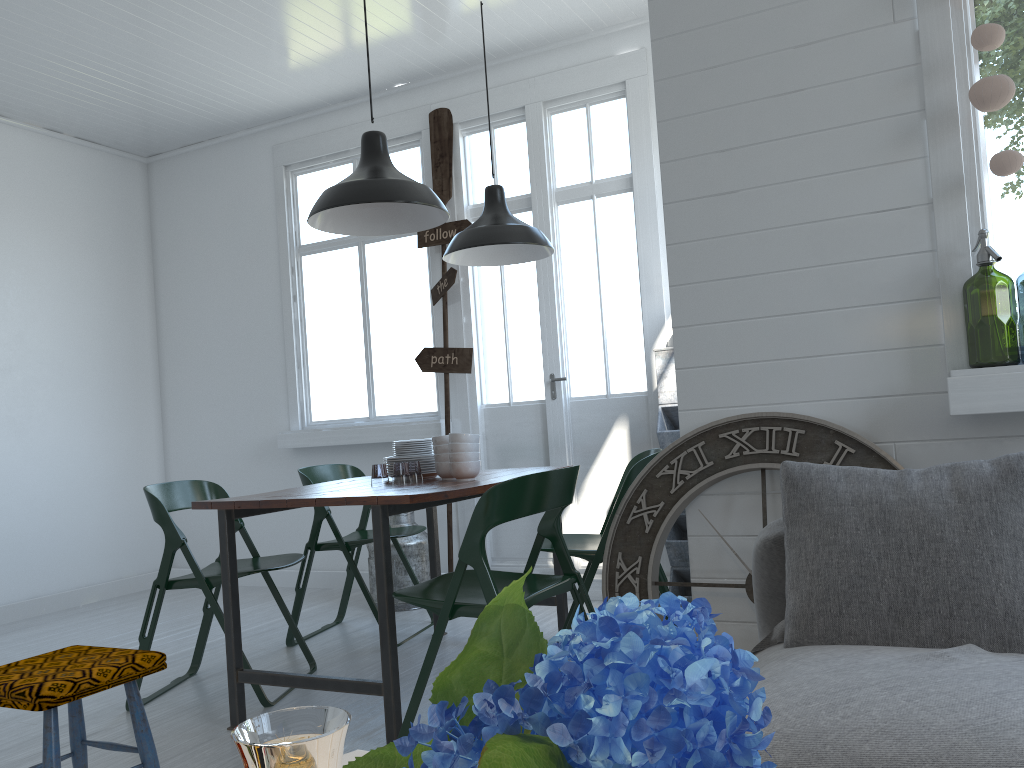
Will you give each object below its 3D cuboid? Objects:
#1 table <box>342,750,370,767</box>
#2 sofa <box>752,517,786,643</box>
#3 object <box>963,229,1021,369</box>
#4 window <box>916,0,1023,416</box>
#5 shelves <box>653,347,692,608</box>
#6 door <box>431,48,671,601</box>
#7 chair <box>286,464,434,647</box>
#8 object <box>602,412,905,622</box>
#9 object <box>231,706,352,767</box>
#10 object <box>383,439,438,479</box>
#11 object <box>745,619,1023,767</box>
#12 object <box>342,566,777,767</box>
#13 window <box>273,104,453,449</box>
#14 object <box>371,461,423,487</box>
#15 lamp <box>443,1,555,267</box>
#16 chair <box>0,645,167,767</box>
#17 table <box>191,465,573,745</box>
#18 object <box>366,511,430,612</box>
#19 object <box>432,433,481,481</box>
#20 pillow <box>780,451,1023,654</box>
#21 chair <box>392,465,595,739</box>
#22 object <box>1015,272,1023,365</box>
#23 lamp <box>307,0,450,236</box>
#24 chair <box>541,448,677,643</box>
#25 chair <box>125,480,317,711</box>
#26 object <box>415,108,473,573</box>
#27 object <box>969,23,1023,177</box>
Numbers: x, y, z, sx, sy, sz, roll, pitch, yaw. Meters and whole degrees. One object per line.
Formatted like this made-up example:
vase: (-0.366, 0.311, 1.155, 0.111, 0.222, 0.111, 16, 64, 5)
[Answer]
table: (0.154, 0.808, 0.449, 1.671, 0.724, 1.327, -5, -3, 28)
sofa: (1.515, 0.678, 0.462, 3.396, 0.898, 3.407, -5, -3, 27)
object: (1.418, -0.256, 2.636, 0.136, 0.415, 0.136, -5, -2, 24)
window: (1.921, -1.160, 2.420, 1.483, 2.397, 0.254, -5, -2, 27)
shelves: (1.188, 0.541, 5.055, 0.513, 1.514, 0.679, -5, -2, 27)
door: (0.238, -0.334, 5.917, 1.611, 3.478, 0.254, -5, -2, 27)
chair: (-0.884, 0.965, 5.160, 0.730, 1.006, 0.651, -5, -2, 17)
object: (0.816, 0.659, 2.821, 1.112, 1.137, 0.585, -4, -2, 12)
object: (-0.179, 0.381, 0.743, 0.098, 0.191, 0.098, -2, -2, -43)
object: (-0.475, 0.369, 4.319, 0.300, 0.195, 0.306, -3, -3, -27)
object: (0.874, 0.797, 1.952, 1.683, 0.924, 1.213, -3, -2, -22)
object: (0.045, 0.276, 0.438, 0.236, 0.376, 0.265, -5, -2, 29)
window: (-1.171, -0.753, 6.637, 1.483, 2.397, 0.254, -5, -2, 27)
object: (-0.520, 0.407, 4.046, 0.172, 0.098, 0.241, -5, -3, 31)
lamp: (-0.127, -1.489, 5.156, 0.650, 1.498, 0.650, -3, -2, -18)
chair: (-1.281, 1.086, 2.546, 0.419, 0.562, 0.419, -5, -2, 27)
table: (-0.458, 0.912, 4.147, 1.172, 0.929, 1.695, -5, -3, 24)
object: (-0.744, 1.122, 5.945, 0.450, 0.725, 0.451, -4, -2, 7)
object: (-0.252, 0.331, 4.047, 0.149, 0.216, 0.309, -3, -3, -30)
pillow: (1.020, 0.452, 2.289, 0.639, 0.521, 0.278, -5, -2, 26)
chair: (-0.027, 0.816, 3.186, 0.731, 1.006, 0.651, -5, -2, 27)
object: (1.553, -0.224, 2.587, 0.137, 0.335, 0.137, -5, -2, 34)
lamp: (-0.663, -1.500, 4.105, 0.650, 1.498, 0.650, -5, -2, 23)
chair: (0.475, 0.826, 4.173, 0.730, 1.006, 0.651, -4, -2, 7)
chair: (-1.372, 0.955, 4.201, 0.730, 1.006, 0.651, -4, -2, 7)
object: (-0.442, -0.260, 6.122, 0.361, 3.419, 0.413, -3, -2, -30)
object: (1.396, -1.307, 2.642, 0.193, 1.404, 0.197, -4, -2, -13)
